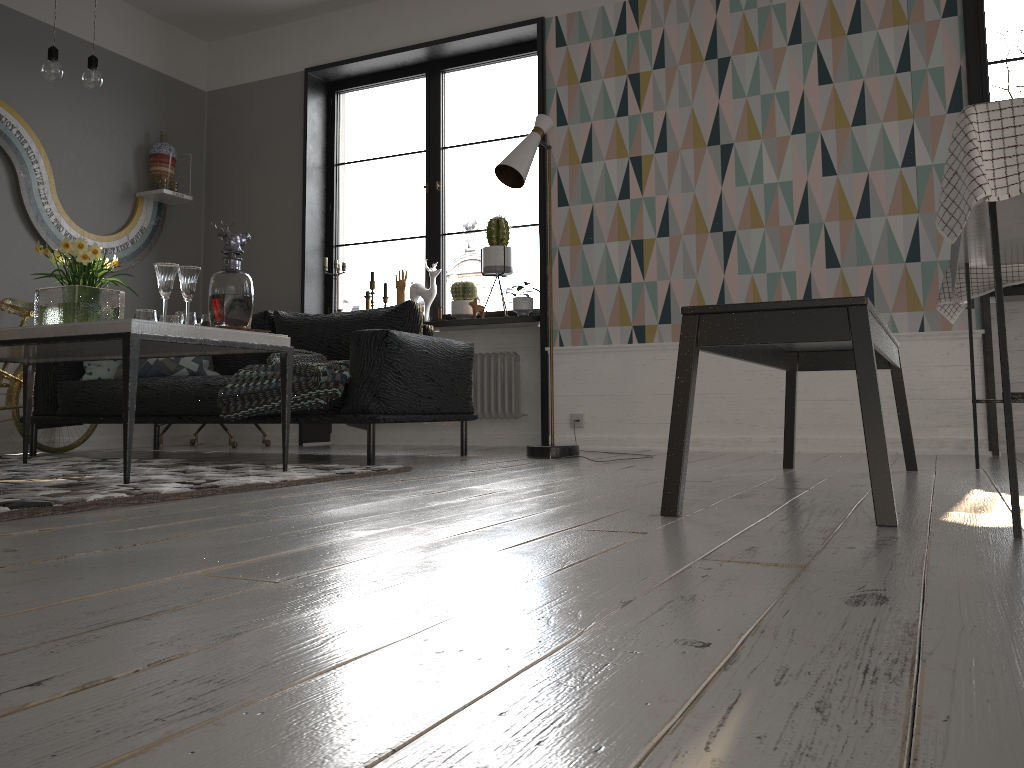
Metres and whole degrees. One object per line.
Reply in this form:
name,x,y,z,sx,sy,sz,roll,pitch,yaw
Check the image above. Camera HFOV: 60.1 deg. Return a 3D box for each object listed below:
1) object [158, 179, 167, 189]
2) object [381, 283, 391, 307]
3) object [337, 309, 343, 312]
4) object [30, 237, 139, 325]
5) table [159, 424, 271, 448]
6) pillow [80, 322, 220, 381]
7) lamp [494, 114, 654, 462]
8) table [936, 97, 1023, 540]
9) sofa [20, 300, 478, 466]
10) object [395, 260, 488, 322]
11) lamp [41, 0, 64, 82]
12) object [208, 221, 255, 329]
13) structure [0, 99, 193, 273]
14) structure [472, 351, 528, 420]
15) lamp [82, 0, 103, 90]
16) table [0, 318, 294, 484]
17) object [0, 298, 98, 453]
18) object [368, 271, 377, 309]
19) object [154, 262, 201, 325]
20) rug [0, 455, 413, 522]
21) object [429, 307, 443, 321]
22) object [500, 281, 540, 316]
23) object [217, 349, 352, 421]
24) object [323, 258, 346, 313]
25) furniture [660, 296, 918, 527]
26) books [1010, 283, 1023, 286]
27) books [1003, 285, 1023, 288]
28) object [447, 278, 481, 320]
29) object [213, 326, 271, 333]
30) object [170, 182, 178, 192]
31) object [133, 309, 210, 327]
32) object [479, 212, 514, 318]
object,-2.353,-1.336,5.958,0.060,0.079,0.059,-2,-4,14
object,-0.848,-0.536,5.931,0.075,0.302,0.075,3,-6,-34
object,-1.192,-0.453,6.121,0.084,0.152,0.084,-3,-5,29
object,-1.601,-0.349,3.281,0.351,0.353,0.323,-2,-4,28
table,-2.021,0.082,5.990,0.741,0.684,0.338,-2,-5,26
pillow,-1.979,-0.181,4.865,0.798,0.364,0.441,-1,-3,8
lamp,0.403,-0.497,4.516,0.679,1.713,1.241,-3,-5,24
table,1.608,-0.111,2.260,0.930,0.788,2.018,-2,-3,26
sofa,-1.395,-0.013,4.627,2.338,0.802,0.966,-1,-3,25
object,-0.469,-0.596,5.705,0.661,0.412,0.134,-2,-5,27
lamp,-1.670,-1.922,2.733,0.074,1.545,1.388,0,-4,-5
object,-1.019,-0.389,3.226,0.155,0.419,0.148,5,-7,-45
structure,-2.753,-1.205,5.259,0.266,0.960,2.015,-3,-3,26
structure,-0.471,0.020,5.805,1.222,0.431,0.148,-1,-5,24
lamp,-1.562,-1.921,2.819,0.074,1.545,1.388,0,-4,-5
table,-1.613,0.083,3.219,1.454,0.514,0.729,-1,-3,26
object,-2.860,-0.093,4.762,0.426,0.975,1.619,-2,-3,17
object,-0.934,-0.574,5.920,0.123,0.377,0.122,-3,-6,30
object,-1.156,-0.295,3.051,0.082,0.228,0.167,-4,-6,37
rug,-1.883,0.325,3.152,2.523,0.034,1.764,-1,-2,26
object,-0.462,-0.446,5.678,0.122,0.099,0.122,2,-4,-42
object,0.058,-0.514,5.352,0.170,0.205,0.245,-3,-4,28
object,-0.976,-0.008,4.102,0.666,0.331,0.488,-1,-3,21
object,-1.227,-0.624,6.065,0.144,0.493,0.161,2,-6,-28
furniture,0.887,0.069,2.558,0.465,0.458,1.663,-2,-3,26
books,2.521,-0.481,4.263,0.271,0.019,0.183,-1,-2,25
books,2.516,-0.466,4.256,0.267,0.011,0.161,-1,-2,29
object,-0.307,-0.541,5.674,0.234,0.285,0.212,0,-4,0
object,-1.080,-0.187,3.224,0.318,0.015,0.246,-1,-2,26
object,-2.293,-1.336,6.004,0.050,0.059,0.050,-2,-4,15
object,-1.213,-0.217,3.223,0.246,0.088,0.278,-1,-2,4
object,-0.088,-0.743,5.472,0.235,0.674,0.227,0,-5,-4
